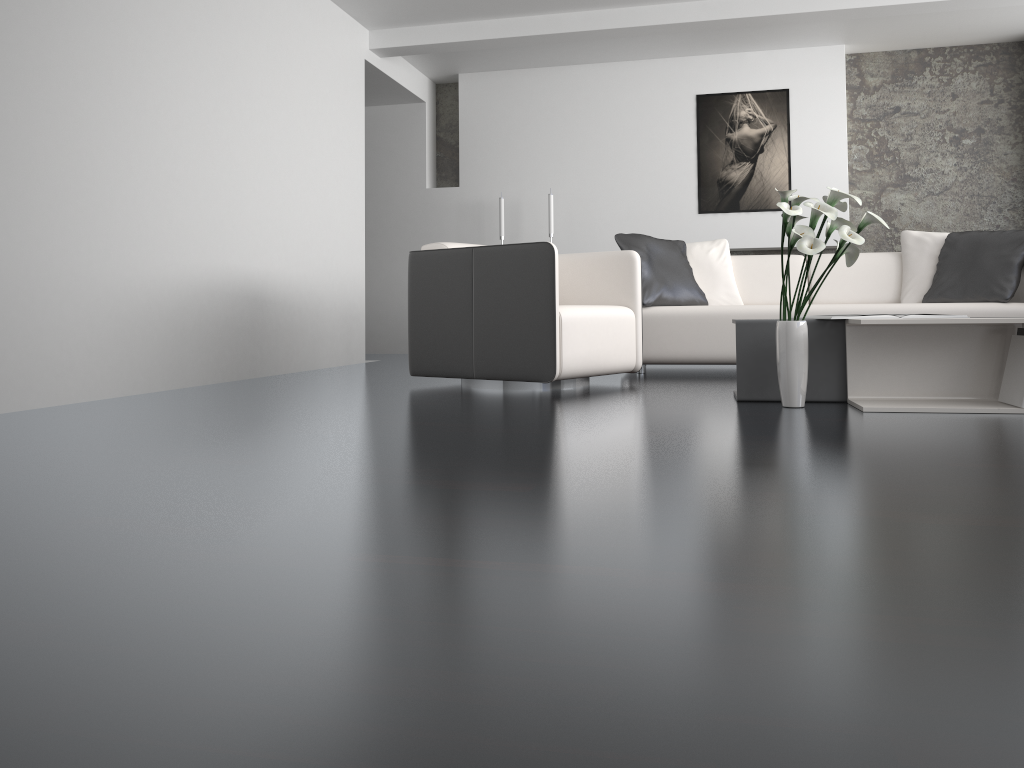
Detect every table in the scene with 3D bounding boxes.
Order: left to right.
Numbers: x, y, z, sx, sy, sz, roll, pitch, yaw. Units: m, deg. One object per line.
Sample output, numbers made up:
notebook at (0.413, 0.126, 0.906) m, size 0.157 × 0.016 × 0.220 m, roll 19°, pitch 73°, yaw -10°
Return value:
table at (1.513, -0.099, 3.422) m, size 1.257 × 0.315 × 0.298 m, roll 0°, pitch 1°, yaw 11°
table at (1.700, -0.072, 3.061) m, size 0.968 × 0.315 × 0.298 m, roll 0°, pitch 1°, yaw 11°

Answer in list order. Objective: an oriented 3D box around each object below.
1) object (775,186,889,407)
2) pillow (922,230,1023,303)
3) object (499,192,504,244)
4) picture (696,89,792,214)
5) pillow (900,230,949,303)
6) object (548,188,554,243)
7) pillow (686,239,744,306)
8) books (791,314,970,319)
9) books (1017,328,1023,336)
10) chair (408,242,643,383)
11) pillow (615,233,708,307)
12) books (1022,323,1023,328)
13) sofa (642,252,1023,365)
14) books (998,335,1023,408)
object at (1.098, -0.314, 3.133) m, size 0.378 × 0.800 × 0.446 m, roll 0°, pitch -1°, yaw -4°
pillow at (2.627, -0.657, 4.922) m, size 0.333 × 0.437 × 0.551 m, roll -1°, pitch 2°, yaw -31°
object at (-0.083, -0.944, 7.506) m, size 0.180 × 1.400 × 0.179 m, roll -1°, pitch -2°, yaw 13°
picture at (1.911, -1.917, 7.272) m, size 0.745 × 1.008 × 0.004 m, roll -1°, pitch -2°, yaw 13°
pillow at (2.594, -0.674, 5.196) m, size 0.587 × 0.509 × 0.298 m, roll 0°, pitch 0°, yaw 17°
object at (0.328, -0.932, 7.303) m, size 0.180 × 1.400 × 0.179 m, roll -1°, pitch -2°, yaw 13°
pillow at (1.111, -0.663, 5.471) m, size 0.584 × 0.501 × 0.323 m, roll 0°, pitch 0°, yaw 3°
books at (1.424, -0.265, 3.447) m, size 0.548 × 0.017 × 0.359 m, roll -1°, pitch 5°, yaw -7°
books at (1.769, -0.059, 3.015) m, size 0.050 × 0.264 × 0.234 m, roll -1°, pitch 1°, yaw 11°
chair at (0.055, -0.376, 4.354) m, size 0.919 × 0.663 × 0.768 m, roll 1°, pitch 2°, yaw 38°
pillow at (0.905, -0.676, 5.241) m, size 0.566 × 0.451 × 0.277 m, roll -2°, pitch 0°, yaw -32°
books at (1.800, -0.070, 3.028) m, size 0.007 × 0.284 × 0.205 m, roll -1°, pitch 0°, yaw 11°
sofa at (1.789, -0.461, 5.229) m, size 2.238 × 0.662 × 0.920 m, roll 0°, pitch 2°, yaw 11°
books at (1.739, -0.046, 3.017) m, size 0.069 × 0.238 × 0.227 m, roll -1°, pitch 1°, yaw 11°
